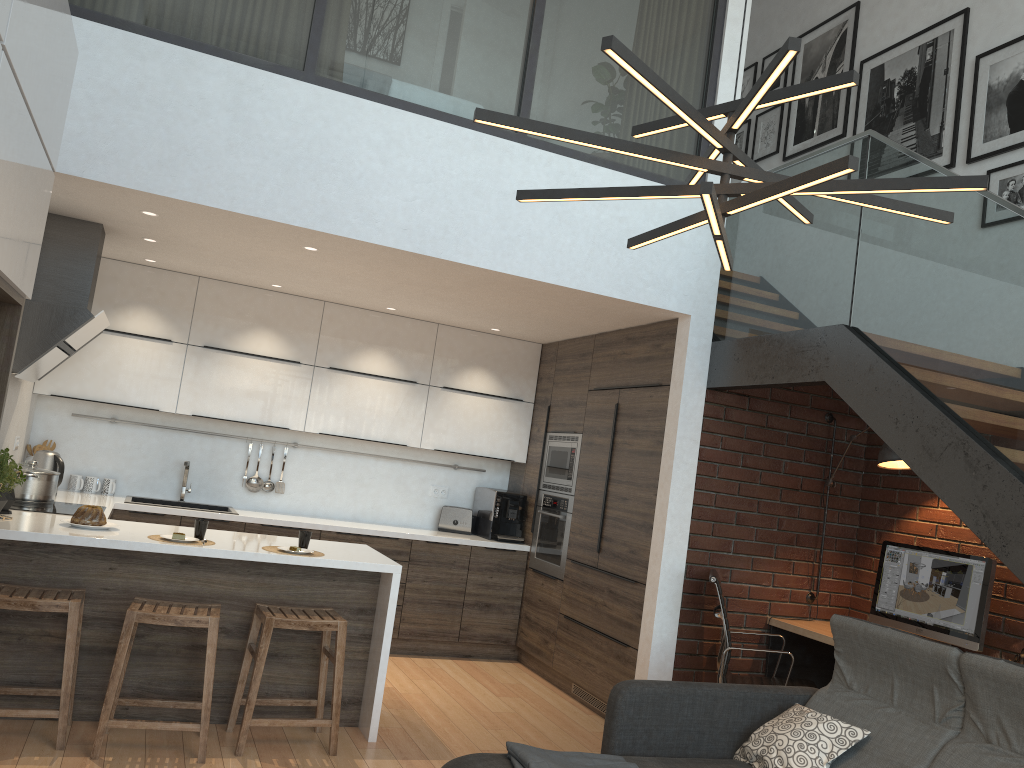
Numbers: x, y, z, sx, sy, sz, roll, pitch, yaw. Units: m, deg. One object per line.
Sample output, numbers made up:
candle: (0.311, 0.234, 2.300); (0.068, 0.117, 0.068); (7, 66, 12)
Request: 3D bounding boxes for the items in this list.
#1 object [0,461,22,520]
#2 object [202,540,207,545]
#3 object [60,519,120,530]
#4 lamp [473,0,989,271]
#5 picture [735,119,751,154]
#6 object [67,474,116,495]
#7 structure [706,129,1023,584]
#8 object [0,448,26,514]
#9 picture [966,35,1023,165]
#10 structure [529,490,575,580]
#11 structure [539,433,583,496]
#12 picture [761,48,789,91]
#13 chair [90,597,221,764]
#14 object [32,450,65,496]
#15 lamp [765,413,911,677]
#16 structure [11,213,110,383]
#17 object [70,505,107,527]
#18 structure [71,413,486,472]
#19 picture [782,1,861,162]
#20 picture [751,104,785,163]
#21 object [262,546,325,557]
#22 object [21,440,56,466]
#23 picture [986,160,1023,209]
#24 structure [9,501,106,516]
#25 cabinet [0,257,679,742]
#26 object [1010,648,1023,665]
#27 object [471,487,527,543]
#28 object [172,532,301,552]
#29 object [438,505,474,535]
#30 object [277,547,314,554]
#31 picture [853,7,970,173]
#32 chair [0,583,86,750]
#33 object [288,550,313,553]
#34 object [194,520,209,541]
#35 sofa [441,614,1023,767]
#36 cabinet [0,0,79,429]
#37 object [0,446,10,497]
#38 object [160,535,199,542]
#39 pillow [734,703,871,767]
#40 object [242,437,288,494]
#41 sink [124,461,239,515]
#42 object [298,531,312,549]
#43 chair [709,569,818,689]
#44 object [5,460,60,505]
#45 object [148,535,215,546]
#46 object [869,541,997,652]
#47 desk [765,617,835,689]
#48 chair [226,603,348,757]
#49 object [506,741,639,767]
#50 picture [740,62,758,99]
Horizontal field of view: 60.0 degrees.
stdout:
object: (-2.390, 0.469, 4.089); (0.221, 0.283, 0.211); (9, -5, -8)
object: (-1.448, 0.744, 4.171); (0.025, 0.011, 0.126); (10, -6, -17)
object: (-1.996, 0.667, 4.199); (0.261, 0.021, 0.261); (11, -6, -27)
lamp: (0.726, -2.135, 2.222); (1.200, 3.645, 0.831); (9, -6, -11)
picture: (1.858, -1.952, 7.361); (0.025, 0.410, 0.333); (10, -6, -21)
object: (-2.828, 0.679, 5.975); (0.297, 0.105, 0.112); (10, -6, -20)
structure: (2.144, 0.576, 3.996); (1.289, 3.460, 5.660); (10, -6, -21)
object: (-2.455, 0.464, 4.274); (0.179, 0.311, 0.172); (9, -6, -10)
picture: (2.854, -1.607, 4.686); (0.025, 0.654, 0.990); (10, -6, -21)
structure: (0.467, 1.093, 6.369); (0.495, 0.570, 0.595); (10, -6, -21)
structure: (0.552, 0.602, 6.423); (0.459, 0.430, 0.595); (10, -6, -21)
picture: (2.078, -2.447, 7.026); (0.025, 0.410, 0.333); (10, -6, -21)
chair: (-1.508, 1.270, 3.849); (0.450, 0.600, 0.350); (10, -6, -16)
object: (-2.837, 0.538, 5.388); (0.179, 0.270, 0.220); (12, -7, -34)
lamp: (2.027, 1.149, 4.894); (0.462, 2.003, 1.054); (12, -7, -38)
structure: (-2.422, -0.490, 4.861); (0.407, 0.998, 0.898); (10, -6, -21)
object: (-2.004, 0.627, 4.209); (0.155, 0.101, 0.161); (11, -6, -26)
structure: (-1.592, 0.450, 6.525); (3.000, 0.045, 0.050); (10, -6, -21)
picture: (2.248, -2.185, 6.471); (0.025, 0.990, 0.654); (10, -6, -21)
picture: (2.012, -1.969, 6.980); (0.025, 0.410, 0.333); (10, -6, -21)
object: (-1.071, 0.820, 4.345); (0.304, 0.002, 0.304); (7, -6, 11)
object: (-3.057, 0.520, 5.758); (0.221, 0.316, 0.330); (10, -6, -21)
picture: (2.724, -1.038, 4.769); (0.025, 0.333, 0.410); (10, -6, -21)
structure: (-2.498, 0.661, 4.779); (0.550, 0.006, 0.609); (10, -6, -21)
cabinet: (-1.153, 0.558, 5.434); (3.495, 2.401, 2.401); (10, -6, -21)
object: (2.420, 1.307, 4.150); (0.149, 0.160, 0.252); (9, -6, -12)
object: (-0.090, 1.005, 6.838); (0.274, 0.378, 0.532); (10, -6, -21)
object: (-1.301, 0.752, 4.217); (0.597, 0.039, 0.064); (10, -6, -25)
object: (-0.431, 1.050, 6.859); (0.260, 0.195, 0.177); (8, -5, -1)
object: (-1.051, 0.810, 4.307); (0.176, 0.014, 0.176); (10, -6, -17)
picture: (2.497, -1.743, 5.646); (0.025, 0.990, 0.871); (10, -6, -21)
chair: (-2.073, 1.183, 3.757); (0.450, 0.600, 0.350); (10, -6, -21)
object: (-1.019, 0.808, 4.264); (0.126, 0.012, 0.025); (8, -5, -3)
object: (-1.504, 0.705, 4.280); (0.066, 0.093, 0.066); (7, -6, 14)
sofa: (0.964, 1.237, 1.987); (2.108, 0.995, 3.169); (10, -6, -21)
cabinet: (-0.903, 0.091, 0.690); (0.338, 2.494, 4.036); (10, -6, -21)
object: (-2.305, 0.419, 3.891); (0.186, 0.367, 0.196); (10, -6, -21)
object: (-1.555, 0.725, 4.146); (0.176, 0.014, 0.176); (11, -6, -31)
pillow: (1.485, 1.281, 2.311); (0.386, 0.364, 2.734); (10, -6, -18)
object: (-1.788, 0.598, 6.431); (0.320, 0.389, 0.069); (10, -6, -20)
sink: (-2.215, 0.783, 5.963); (0.706, 0.518, 0.512); (10, -6, -21)
object: (-1.039, 0.784, 4.431); (0.066, 0.093, 0.066); (3, -7, 42)
chair: (1.300, 1.543, 4.716); (0.700, 0.991, 0.651); (7, -6, 13)
object: (-2.650, 0.532, 4.870); (0.288, 0.223, 0.315); (6, -6, 20)
object: (-1.558, 0.737, 4.184); (0.305, 0.002, 0.305); (4, -7, 37)
object: (2.116, 1.124, 4.666); (0.431, 0.535, 0.716); (10, -6, -21)
desk: (2.116, 1.734, 4.234); (0.610, 0.750, 2.182); (10, -6, -21)
chair: (-1.030, 1.363, 4.124); (0.450, 0.600, 0.350); (10, -6, -24)
object: (0.248, 1.420, 2.787); (0.548, 0.369, 0.685); (9, -6, -14)
picture: (1.925, -2.434, 7.407); (0.025, 0.410, 0.333); (10, -6, -21)
